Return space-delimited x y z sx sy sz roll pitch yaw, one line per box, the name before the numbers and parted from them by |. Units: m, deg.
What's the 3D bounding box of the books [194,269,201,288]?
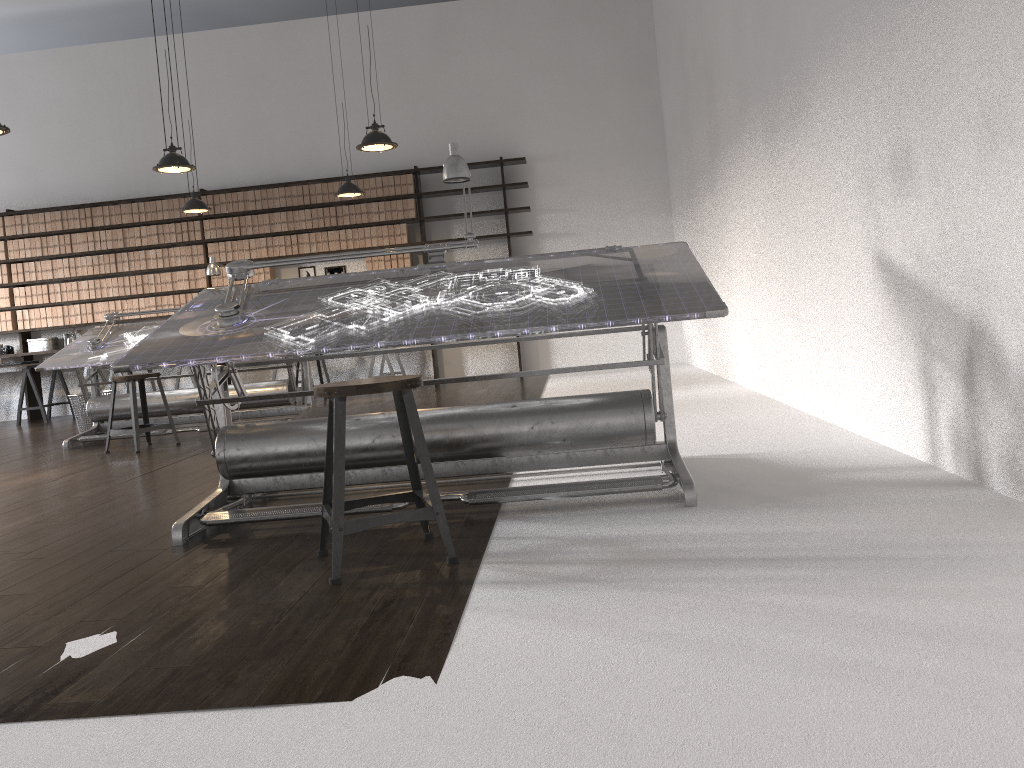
books | -3.585 -1.202 10.213 0.066 0.225 0.175 -5 2 4

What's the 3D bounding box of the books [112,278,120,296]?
books | -4.556 -1.116 10.273 0.066 0.225 0.175 -5 2 4

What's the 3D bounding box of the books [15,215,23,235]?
books | -5.699 -1.846 10.329 0.066 0.225 0.175 -5 2 4

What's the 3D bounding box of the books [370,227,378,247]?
books | -1.547 -1.666 10.062 0.066 0.225 0.175 -5 2 4

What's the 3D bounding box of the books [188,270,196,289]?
books | -3.654 -1.196 10.216 0.066 0.225 0.175 -5 2 4

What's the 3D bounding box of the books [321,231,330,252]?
books | -2.108 -1.617 10.103 0.066 0.225 0.175 -5 2 4

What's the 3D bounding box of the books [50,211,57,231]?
books | -5.284 -1.883 10.306 0.066 0.225 0.175 -5 2 4

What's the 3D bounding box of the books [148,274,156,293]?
books | -4.127 -1.154 10.245 0.066 0.225 0.175 -5 2 4

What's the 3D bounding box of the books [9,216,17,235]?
books | -5.771 -1.840 10.334 0.067 0.225 0.175 -5 2 4

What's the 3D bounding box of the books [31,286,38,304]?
books | -5.529 -1.030 10.344 0.066 0.225 0.175 -5 2 4

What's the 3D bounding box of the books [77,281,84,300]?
books | -4.970 -1.080 10.306 0.066 0.225 0.175 -5 2 4

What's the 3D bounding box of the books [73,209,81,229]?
books | -5.010 -1.907 10.284 0.066 0.225 0.175 -5 2 4

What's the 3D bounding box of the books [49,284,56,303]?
books | -5.315 -1.049 10.332 0.066 0.225 0.175 -5 2 4

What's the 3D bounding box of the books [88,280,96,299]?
books | -4.836 -1.091 10.294 0.067 0.225 0.175 -5 2 4

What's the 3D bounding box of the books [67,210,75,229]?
books | -5.080 -1.901 10.293 0.066 0.225 0.175 -5 2 4

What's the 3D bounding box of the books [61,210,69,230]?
books | -5.151 -1.895 10.298 0.066 0.225 0.175 -5 2 4

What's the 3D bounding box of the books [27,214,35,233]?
books | -5.557 -1.859 10.327 0.066 0.225 0.175 -5 2 4

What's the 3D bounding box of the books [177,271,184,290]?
books | -3.790 -1.184 10.224 0.066 0.225 0.175 -5 2 4

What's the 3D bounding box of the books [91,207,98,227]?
books | -4.791 -1.927 10.274 0.066 0.225 0.175 -5 2 4

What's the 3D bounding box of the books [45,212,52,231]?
books | -5.347 -1.878 10.308 0.066 0.225 0.175 -5 2 4

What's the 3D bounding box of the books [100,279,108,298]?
books | -4.697 -1.104 10.290 0.066 0.225 0.175 -5 2 4

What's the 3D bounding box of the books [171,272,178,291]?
books | -3.853 -1.178 10.230 0.066 0.225 0.175 -5 2 4

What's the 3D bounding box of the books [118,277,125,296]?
books | -4.484 -1.122 10.268 0.067 0.225 0.175 -5 2 4

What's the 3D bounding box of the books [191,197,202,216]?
books | -3.617 -2.031 10.188 0.066 0.225 0.175 -5 2 4

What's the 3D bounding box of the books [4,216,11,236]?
books | -5.834 -1.835 10.343 0.066 0.225 0.175 -5 2 4

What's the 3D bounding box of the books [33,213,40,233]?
books | -5.488 -1.865 10.320 0.066 0.225 0.175 -5 2 4

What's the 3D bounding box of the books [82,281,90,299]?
books | -4.908 -1.085 10.300 0.066 0.225 0.175 -5 2 4

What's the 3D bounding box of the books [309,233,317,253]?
books | -2.247 -1.604 10.110 0.066 0.225 0.175 -5 2 4

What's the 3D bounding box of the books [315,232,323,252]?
books | -2.177 -1.611 10.109 0.066 0.225 0.175 -5 2 4

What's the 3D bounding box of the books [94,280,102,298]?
books | -4.766 -1.098 10.293 0.066 0.225 0.175 -5 2 4

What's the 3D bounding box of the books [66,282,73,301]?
books | -5.104 -1.068 10.317 0.066 0.225 0.175 -5 2 4

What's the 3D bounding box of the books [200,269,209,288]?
books | -3.521 -1.207 10.202 0.067 0.225 0.175 -5 2 4

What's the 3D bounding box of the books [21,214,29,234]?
books | -5.627 -1.853 10.328 0.066 0.225 0.175 -5 2 4

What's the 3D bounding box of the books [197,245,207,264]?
books | -3.548 -1.483 10.202 0.066 0.225 0.175 -5 2 4

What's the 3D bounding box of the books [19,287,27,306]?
books | -5.663 -1.018 10.349 0.066 0.225 0.175 -5 2 4

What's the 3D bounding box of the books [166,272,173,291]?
books | -3.919 -1.172 10.229 0.067 0.225 0.175 -5 2 4

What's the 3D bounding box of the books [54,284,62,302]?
books | -5.245 -1.055 10.322 0.066 0.225 0.175 -5 2 4

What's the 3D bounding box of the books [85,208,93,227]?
books | -4.865 -1.920 10.273 0.067 0.225 0.175 -5 2 4

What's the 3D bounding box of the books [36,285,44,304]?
books | -5.463 -1.036 10.342 0.066 0.225 0.175 -5 2 4

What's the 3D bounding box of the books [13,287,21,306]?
books | -5.735 -1.012 10.357 0.066 0.225 0.175 -5 2 4

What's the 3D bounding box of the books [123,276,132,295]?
books | -4.421 -1.128 10.268 0.066 0.225 0.175 -5 2 4

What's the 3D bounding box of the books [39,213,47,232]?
books | -5.419 -1.871 10.311 0.067 0.225 0.175 -5 2 4

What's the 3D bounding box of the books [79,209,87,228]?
books | -4.939 -1.914 10.284 0.066 0.225 0.175 -5 2 4

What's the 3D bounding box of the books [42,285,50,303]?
books | -5.390 -1.042 10.331 0.067 0.225 0.175 -5 2 4

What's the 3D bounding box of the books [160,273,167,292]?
books | -3.986 -1.167 10.240 0.066 0.225 0.175 -5 2 4

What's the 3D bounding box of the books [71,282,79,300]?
books | -5.037 -1.073 10.306 0.067 0.225 0.175 -5 2 4

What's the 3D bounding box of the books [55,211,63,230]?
books | -5.218 -1.889 10.296 0.067 0.225 0.175 -5 2 4

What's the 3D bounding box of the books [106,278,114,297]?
books | -4.628 -1.110 10.281 0.066 0.225 0.175 -5 2 4

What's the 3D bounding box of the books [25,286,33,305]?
books | -5.592 -1.024 10.344 0.067 0.225 0.175 -5 2 4

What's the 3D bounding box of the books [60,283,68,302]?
books | -5.174 -1.062 10.322 0.066 0.225 0.175 -5 2 4

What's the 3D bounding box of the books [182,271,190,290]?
books | -3.724 -1.190 10.217 0.067 0.225 0.175 -5 2 4

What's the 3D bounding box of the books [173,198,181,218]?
books | -3.825 -2.012 10.201 0.067 0.225 0.175 -5 2 4

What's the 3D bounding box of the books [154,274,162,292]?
books | -4.056 -1.160 10.245 0.066 0.225 0.175 -5 2 4
